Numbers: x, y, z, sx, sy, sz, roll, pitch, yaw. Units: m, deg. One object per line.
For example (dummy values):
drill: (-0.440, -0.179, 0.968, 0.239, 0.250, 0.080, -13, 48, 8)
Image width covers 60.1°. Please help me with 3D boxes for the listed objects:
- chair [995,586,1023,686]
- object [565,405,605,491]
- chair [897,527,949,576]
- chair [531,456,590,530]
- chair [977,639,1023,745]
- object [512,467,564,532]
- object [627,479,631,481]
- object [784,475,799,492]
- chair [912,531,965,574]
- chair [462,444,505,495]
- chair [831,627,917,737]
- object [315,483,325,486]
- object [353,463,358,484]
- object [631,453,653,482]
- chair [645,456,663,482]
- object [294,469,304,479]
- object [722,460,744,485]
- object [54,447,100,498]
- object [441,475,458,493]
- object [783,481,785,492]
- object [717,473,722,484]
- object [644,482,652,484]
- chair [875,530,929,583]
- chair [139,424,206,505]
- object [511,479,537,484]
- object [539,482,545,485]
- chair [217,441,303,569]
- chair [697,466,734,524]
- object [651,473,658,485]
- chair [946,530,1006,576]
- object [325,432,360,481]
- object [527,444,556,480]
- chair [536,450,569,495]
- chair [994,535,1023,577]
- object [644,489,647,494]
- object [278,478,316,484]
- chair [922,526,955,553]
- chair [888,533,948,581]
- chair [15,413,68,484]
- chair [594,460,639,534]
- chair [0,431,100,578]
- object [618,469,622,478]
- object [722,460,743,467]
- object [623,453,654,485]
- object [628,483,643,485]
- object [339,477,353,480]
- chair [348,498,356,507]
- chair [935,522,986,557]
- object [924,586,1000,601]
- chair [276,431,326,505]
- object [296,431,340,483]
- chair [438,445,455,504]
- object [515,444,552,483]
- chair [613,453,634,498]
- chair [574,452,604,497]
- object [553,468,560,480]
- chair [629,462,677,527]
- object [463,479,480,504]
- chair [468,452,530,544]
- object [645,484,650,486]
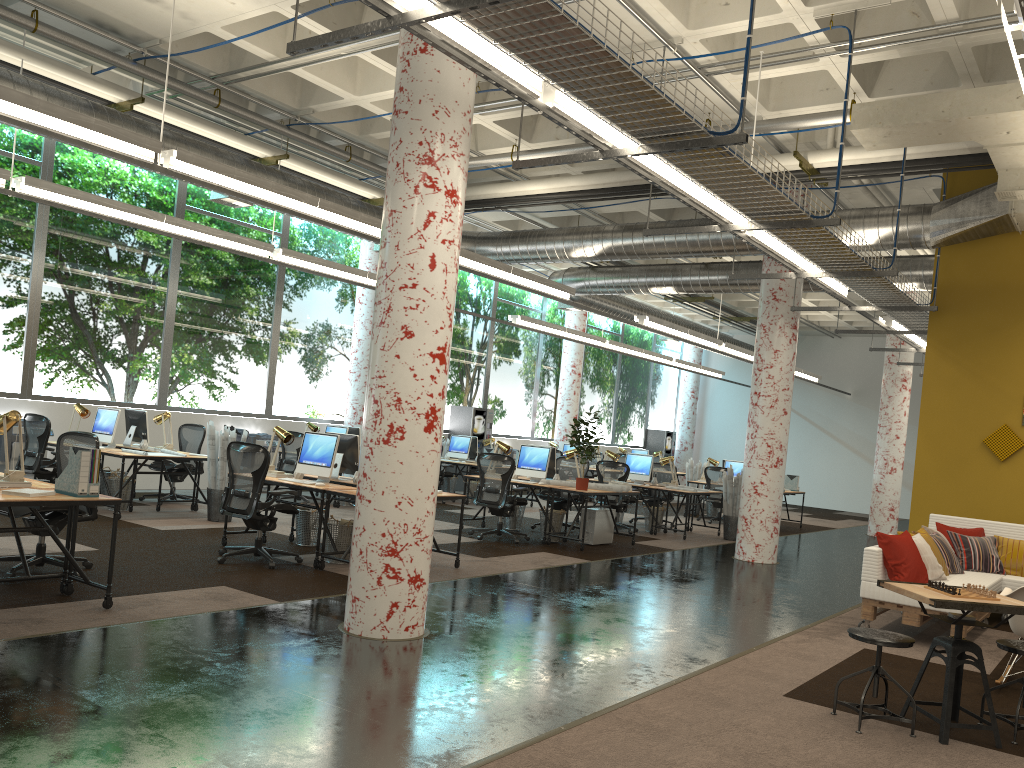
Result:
chair: (3.613, 1.702, 5.949, 0.613, 0.753, 0.796, 5, -2, 36)
object: (0.893, 0.785, 11.038, 0.513, 1.077, 0.439, 5, 0, 26)
chair: (3.792, 1.558, 8.164, 0.548, 0.438, 0.315, 7, -2, -42)
chair: (0.747, 1.587, 12.810, 0.769, 1.085, 0.794, 5, -1, 19)
chair: (2.854, 1.702, 4.909, 0.346, 0.497, 0.337, 6, -1, -5)
object: (0.324, 1.568, 11.781, 0.846, 0.933, 0.105, 5, 0, 31)
object: (2.003, 1.652, 15.262, 0.059, 0.029, 0.106, 4, -3, 36)
object: (5.568, 1.976, 17.632, 0.280, 0.302, 0.150, 5, -1, 36)
chair: (4.092, 1.636, 8.489, 0.525, 0.408, 0.340, 7, -2, -39)
chair: (-0.511, 1.730, 17.543, 0.769, 1.085, 0.794, 5, -1, 19)
chair: (1.993, 1.617, 4.840, 0.346, 0.497, 0.337, 6, -1, -5)
object: (-1.784, 0.935, 8.257, 0.059, 0.029, 0.106, 4, -3, 36)
object: (-1.556, 0.903, 8.956, 0.101, 0.209, 0.101, 6, 0, -9)
object: (2.137, 1.418, 14.899, 0.482, 0.485, 0.190, 4, -1, 36)
chair: (3.665, 2.427, 23.439, 0.769, 1.085, 0.794, 5, -1, 19)
object: (-2.127, 0.844, 8.864, 0.101, 0.209, 0.101, 6, 0, -9)
object: (4.421, 1.768, 17.502, 0.482, 0.485, 0.190, 4, -1, 36)
object: (-2.828, 0.574, 5.778, 0.280, 0.302, 0.150, 5, -1, 36)
object: (-1.235, 1.968, 17.200, 0.353, 0.435, 0.368, 6, -1, -19)
object: (5.070, 1.893, 16.928, 0.280, 0.302, 0.150, 5, -1, 36)
object: (4.169, 1.895, 17.748, 0.101, 0.209, 0.101, 6, 0, -9)
object: (2.264, 1.673, 15.066, 0.438, 0.017, 0.119, 3, -4, 36)
chair: (3.300, 1.473, 7.495, 0.536, 0.444, 0.301, 7, -1, -38)
chair: (-4.499, 1.064, 11.913, 0.769, 1.085, 0.794, 5, -1, 19)
object: (0.121, 1.269, 11.558, 0.438, 0.017, 0.119, 3, -4, 36)
object: (0.384, 1.277, 11.362, 0.059, 0.029, 0.106, 4, -3, 36)
chair: (-2.318, 1.078, 8.117, 0.769, 1.085, 0.794, 5, -1, 19)
chair: (3.979, 2.129, 17.001, 0.769, 1.085, 0.794, 5, -1, 19)
object: (2.363, 1.566, 14.654, 0.101, 0.209, 0.101, 6, 0, -9)
chair: (4.671, 1.707, 8.897, 0.516, 0.392, 0.358, 5, -1, 5)
object: (-1.782, 0.756, 9.201, 0.482, 0.485, 0.190, 4, -1, 36)
object: (0.385, 1.098, 12.307, 0.482, 0.485, 0.190, 4, -1, 36)
chair: (0.893, 1.948, 19.205, 0.769, 1.085, 0.794, 5, -1, 19)
chair: (5.069, 1.742, 8.830, 0.520, 0.381, 0.367, 4, -2, 32)
object: (3.429, 2.666, 22.198, 0.358, 0.435, 0.354, 5, -1, 32)
object: (-2.046, 0.927, 8.453, 0.438, 0.017, 0.119, 3, -4, 36)
chair: (4.277, 1.642, 8.865, 0.334, 0.437, 0.547, 5, -2, 41)
chair: (3.595, 1.541, 7.836, 0.526, 0.401, 0.331, 7, -2, -35)
chair: (-5.396, 0.898, 10.326, 0.769, 1.085, 0.794, 5, -1, 19)
chair: (1.602, 1.741, 13.815, 0.769, 1.085, 0.794, 5, -1, 19)
chair: (-3.520, 0.894, 6.735, 0.769, 1.085, 0.794, 5, -1, 19)
object: (1.792, 1.507, 14.562, 0.101, 0.209, 0.101, 6, 0, -9)
object: (4.514, 1.807, 18.085, 0.482, 0.485, 0.190, 4, -1, 36)
object: (2.044, 1.380, 14.316, 0.482, 0.485, 0.190, 4, -1, 36)
object: (1.873, 1.589, 14.151, 0.438, 0.017, 0.119, 3, -4, 36)
object: (-1.655, 1.010, 9.368, 0.438, 0.017, 0.119, 3, -4, 36)
chair: (-1.420, 1.244, 9.704, 0.769, 1.085, 0.794, 5, -1, 19)
chair: (4.684, 1.684, 9.193, 0.534, 0.437, 0.287, 5, -1, 8)
object: (2.457, 1.145, 4.845, 0.273, 0.012, 0.273, 6, -3, -4)
chair: (-3.212, 1.263, 13.410, 0.769, 1.085, 0.794, 5, -1, 19)
object: (-1.875, 0.717, 8.618, 0.482, 0.485, 0.190, 4, -1, 36)
chair: (-1.408, 1.564, 15.956, 0.769, 1.085, 0.794, 5, -1, 19)
object: (0.292, 1.060, 11.724, 0.482, 0.485, 0.190, 4, -1, 36)
chair: (2.768, 2.261, 21.852, 0.769, 1.085, 0.794, 5, -1, 19)
chair: (1.790, 2.114, 20.792, 0.769, 1.085, 0.794, 5, -1, 19)
object: (0.611, 1.246, 12.062, 0.101, 0.209, 0.101, 6, 0, -9)
chair: (2.499, 1.907, 15.402, 0.769, 1.085, 0.794, 5, -1, 19)
object: (-0.747, 1.969, 16.303, 0.358, 0.435, 0.354, 5, -1, 32)
chair: (-0.150, 1.421, 11.223, 0.769, 1.085, 0.794, 5, -1, 19)
object: (2.136, 1.598, 13.955, 0.059, 0.029, 0.106, 4, -3, 36)
